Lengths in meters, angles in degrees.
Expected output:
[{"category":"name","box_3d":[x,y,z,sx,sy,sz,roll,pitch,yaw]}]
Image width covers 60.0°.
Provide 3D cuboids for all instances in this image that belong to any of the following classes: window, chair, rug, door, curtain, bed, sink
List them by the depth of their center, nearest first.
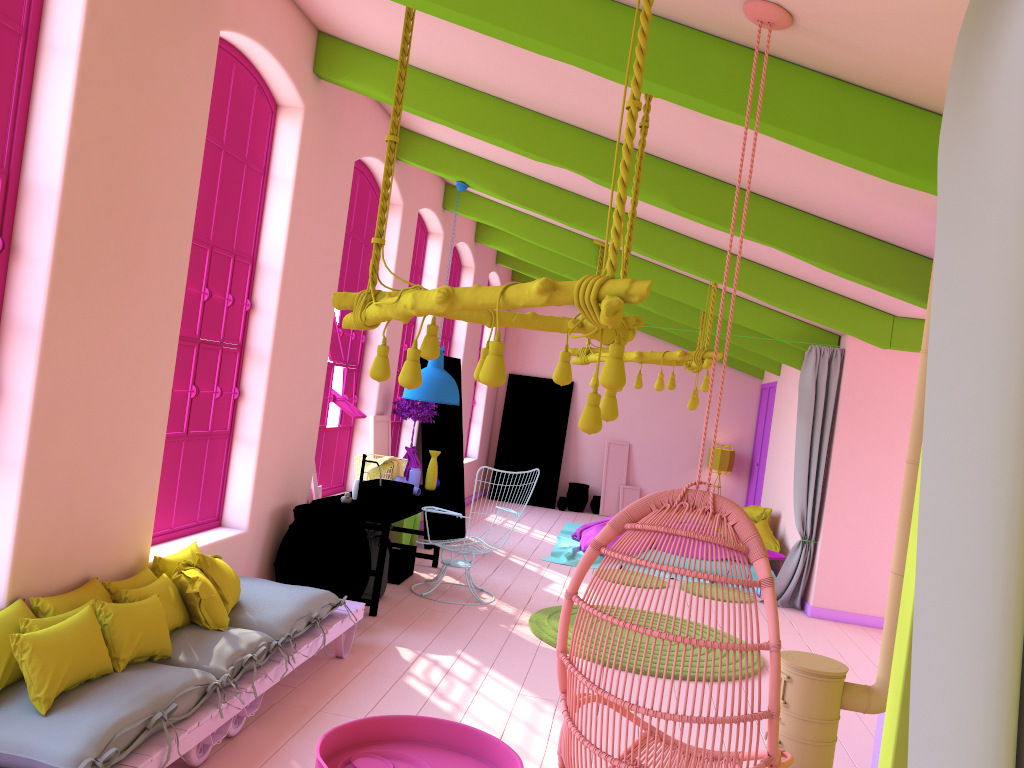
[{"category":"curtain","box_3d":[0.810,0.594,1.503,0.518,2.785,0.525,8,0,-11]},{"category":"window","box_3d":[-2.206,-0.609,2.970,0.551,3.009,1.514,8,0,8]},{"category":"chair","box_3d":[0.745,0.150,3.299,0.859,3.129,0.807,8,0,28]},{"category":"window","box_3d":[-1.863,-0.549,5.400,0.072,3.047,1.275,8,0,8]},{"category":"rug","box_3d":[1.082,2.081,7.267,1.889,0.050,1.888,8,-1,-4]},{"category":"sink","box_3d":[-1.034,0.911,7.353,0.340,0.194,0.609,8,0,8]},{"category":"window","box_3d":[-1.527,-0.472,7.837,0.492,3.003,1.497,8,0,8]},{"category":"chair","box_3d":[-0.392,1.292,7.950,0.924,1.238,1.079,8,0,43]},{"category":"curtain","box_3d":[3.117,0.992,9.351,0.518,2.785,0.525,8,0,-11]},{"category":"rug","box_3d":[2.234,2.271,9.671,0.792,0.021,0.793,7,-1,36]},{"category":"window","box_3d":[-1.253,-0.425,9.736,0.072,3.047,1.275,8,0,8]},{"category":"rug","box_3d":[1.316,2.148,9.802,0.793,0.021,0.792,8,-1,-9]},{"category":"door","box_3d":[-0.814,0.771,10.543,0.449,2.211,1.154,8,0,18]},{"category":"window","box_3d":[-1.002,-0.363,11.627,0.214,3.009,1.514,8,0,8]},{"category":"bed","box_3d":[1.958,2.012,11.745,2.802,0.514,3.577,8,-1,8]},{"category":"window","box_3d":[-0.646,-0.302,14.062,0.072,3.047,1.275,8,0,8]},{"category":"door","box_3d":[3.953,1.267,14.213,0.108,2.590,1.677,8,0,8]},{"category":"door","box_3d":[0.340,0.973,15.346,1.153,2.211,0.450,8,0,8]}]

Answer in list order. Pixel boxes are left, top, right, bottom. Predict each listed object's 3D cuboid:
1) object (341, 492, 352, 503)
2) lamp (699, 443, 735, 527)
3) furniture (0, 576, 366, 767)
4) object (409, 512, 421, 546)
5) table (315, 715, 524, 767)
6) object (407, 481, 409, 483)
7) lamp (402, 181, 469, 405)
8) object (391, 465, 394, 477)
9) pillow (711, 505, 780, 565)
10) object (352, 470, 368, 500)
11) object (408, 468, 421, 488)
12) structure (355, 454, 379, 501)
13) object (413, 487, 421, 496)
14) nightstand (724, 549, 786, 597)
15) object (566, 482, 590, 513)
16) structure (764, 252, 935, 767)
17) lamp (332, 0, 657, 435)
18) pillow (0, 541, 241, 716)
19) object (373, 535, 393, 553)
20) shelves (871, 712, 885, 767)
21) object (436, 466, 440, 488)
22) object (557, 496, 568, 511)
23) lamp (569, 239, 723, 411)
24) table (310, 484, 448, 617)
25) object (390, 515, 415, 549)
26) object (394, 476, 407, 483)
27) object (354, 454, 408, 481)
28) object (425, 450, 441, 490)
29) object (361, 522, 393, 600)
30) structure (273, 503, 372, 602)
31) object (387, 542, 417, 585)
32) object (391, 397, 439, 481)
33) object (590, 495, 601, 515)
[{"category":"object","box_3d":[-1.331,0.912,7.150,0.088,0.088,0.086,8,0,25]},{"category":"lamp","box_3d":[3.453,1.740,14.821,0.491,1.466,0.477,8,0,38]},{"category":"furniture","box_3d":[-1.621,1.454,4.255,0.907,0.507,3.776,8,-1,8]},{"category":"object","box_3d":[-1.103,1.600,9.821,0.137,0.462,0.284,8,0,-7]},{"category":"table","box_3d":[-0.408,1.726,3.790,0.885,0.285,0.886,7,-1,34]},{"category":"object","box_3d":[-0.993,0.964,8.230,0.065,0.118,0.065,8,0,-33]},{"category":"lamp","box_3d":[-0.599,-0.834,8.009,0.528,2.002,0.529,8,0,40]},{"category":"object","box_3d":[-1.344,0.973,9.602,0.182,0.222,0.182,8,0,-9]},{"category":"pillow","box_3d":[3.084,2.000,11.846,0.848,0.822,2.617,8,0,-2]},{"category":"object","box_3d":[-1.202,0.866,7.613,0.165,0.250,0.411,8,0,43]},{"category":"object","box_3d":[-0.954,0.925,8.673,0.109,0.197,0.109,8,0,-45]},{"category":"structure","box_3d":[-1.206,0.787,7.354,0.166,0.397,0.087,8,0,18]},{"category":"object","box_3d":[-0.927,0.998,8.287,0.137,0.076,0.076,7,0,28]},{"category":"nightstand","box_3d":[2.770,2.127,10.070,0.596,0.458,0.595,8,0,-44]},{"category":"object","box_3d":[1.122,1.946,15.205,0.386,0.471,0.385,8,0,-39]},{"category":"structure","box_3d":[1.557,0.719,4.022,0.577,2.814,0.403,8,0,25]},{"category":"lamp","box_3d":[0.105,-0.956,3.801,1.611,2.264,1.775,8,0,-10]},{"category":"pillow","box_3d":[-1.749,1.069,4.197,0.578,0.399,1.998,8,-1,8]},{"category":"object","box_3d":[-1.230,1.567,8.204,0.300,0.448,0.672,8,0,-16]},{"category":"shelves","box_3d":[3.024,0.790,4.562,1.841,3.104,0.384,8,0,8]},{"category":"object","box_3d":[-0.784,0.934,8.920,0.132,0.219,0.132,8,0,25]},{"category":"object","box_3d":[0.857,2.033,15.019,0.199,0.234,0.199,8,0,-24]},{"category":"lamp","box_3d":[1.630,-0.896,9.184,1.611,2.264,1.775,8,0,-10]},{"category":"table","box_3d":[-1.176,1.392,8.021,0.655,0.821,2.193,8,0,8]},{"category":"object","box_3d":[-1.203,1.448,9.506,0.218,0.733,0.451,8,0,8]},{"category":"object","box_3d":[-0.995,0.921,7.849,0.109,0.197,0.109,8,0,0]},{"category":"object","box_3d":[-1.171,0.816,8.055,0.444,0.369,0.633,8,0,8]},{"category":"object","box_3d":[-0.782,0.851,8.721,0.116,0.383,0.116,8,0,-18]},{"category":"object","box_3d":[-0.569,1.052,3.645,2.826,1.580,7.867,8,-1,9]},{"category":"structure","box_3d":[-1.386,1.340,6.526,0.718,0.845,0.717,8,0,-24]},{"category":"object","box_3d":[-1.190,1.668,8.343,0.446,0.277,0.522,8,0,8]},{"category":"object","box_3d":[-1.000,0.541,8.812,0.441,0.950,0.502,8,0,-32]},{"category":"object","box_3d":[1.467,2.081,15.229,0.260,0.306,0.261,8,0,41]}]
